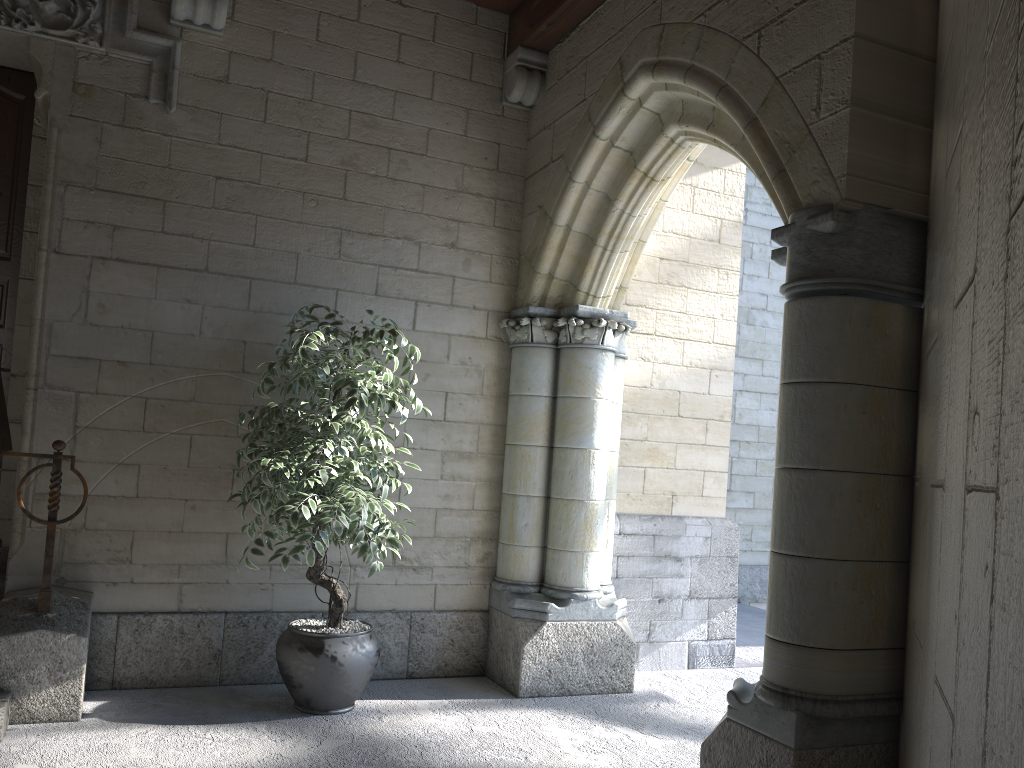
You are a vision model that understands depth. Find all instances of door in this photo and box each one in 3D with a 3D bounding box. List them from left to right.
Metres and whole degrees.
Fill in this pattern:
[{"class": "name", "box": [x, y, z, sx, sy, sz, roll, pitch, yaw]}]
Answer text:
[{"class": "door", "box": [-2.913, -0.658, 4.338, 1.138, 2.116, 0.226, 5, -3, -24]}]

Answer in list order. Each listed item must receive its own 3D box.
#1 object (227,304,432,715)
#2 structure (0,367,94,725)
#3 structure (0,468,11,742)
[{"class": "object", "box": [-0.737, 0.466, 3.522, 0.752, 1.614, 0.787, 5, -3, -27]}, {"class": "structure", "box": [-1.870, 0.561, 3.456, 0.474, 1.259, 0.888, 5, -3, -24]}, {"class": "structure", "box": [-2.764, 0.746, 3.676, 1.463, 0.808, 2.576, 6, -5, -23]}]
